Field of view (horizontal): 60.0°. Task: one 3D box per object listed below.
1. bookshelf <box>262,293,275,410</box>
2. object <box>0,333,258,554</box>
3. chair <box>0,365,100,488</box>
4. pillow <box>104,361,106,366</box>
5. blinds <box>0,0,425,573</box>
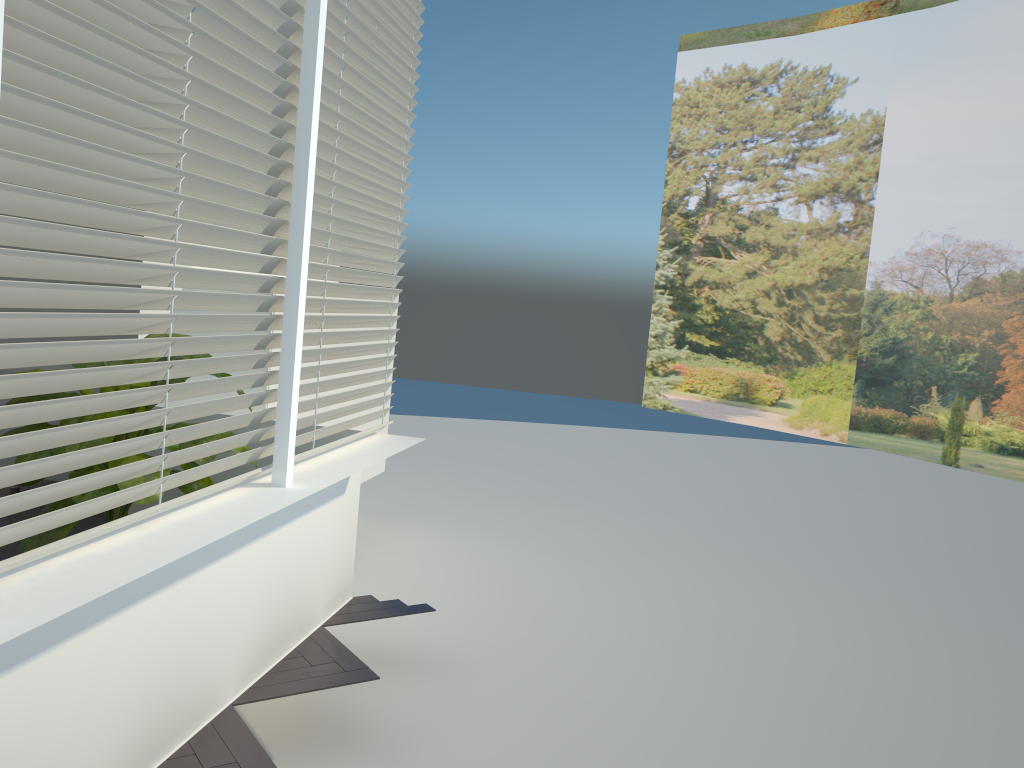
[{"bbox_3d":[-1.354,0.027,5.749,0.502,1.494,2.102,6,5,10],"label":"bookshelf"},{"bbox_3d":[-1.558,0.390,3.515,1.026,1.197,1.122,4,5,-11],"label":"object"},{"bbox_3d":[-2.711,0.250,6.035,0.944,0.815,1.157,5,5,1],"label":"chair"},{"bbox_3d":[-2.476,0.018,5.726,0.257,0.473,0.465,9,6,38],"label":"pillow"},{"bbox_3d":[-0.836,-1.762,1.994,1.221,4.260,3.919,8,5,29],"label":"blinds"}]
